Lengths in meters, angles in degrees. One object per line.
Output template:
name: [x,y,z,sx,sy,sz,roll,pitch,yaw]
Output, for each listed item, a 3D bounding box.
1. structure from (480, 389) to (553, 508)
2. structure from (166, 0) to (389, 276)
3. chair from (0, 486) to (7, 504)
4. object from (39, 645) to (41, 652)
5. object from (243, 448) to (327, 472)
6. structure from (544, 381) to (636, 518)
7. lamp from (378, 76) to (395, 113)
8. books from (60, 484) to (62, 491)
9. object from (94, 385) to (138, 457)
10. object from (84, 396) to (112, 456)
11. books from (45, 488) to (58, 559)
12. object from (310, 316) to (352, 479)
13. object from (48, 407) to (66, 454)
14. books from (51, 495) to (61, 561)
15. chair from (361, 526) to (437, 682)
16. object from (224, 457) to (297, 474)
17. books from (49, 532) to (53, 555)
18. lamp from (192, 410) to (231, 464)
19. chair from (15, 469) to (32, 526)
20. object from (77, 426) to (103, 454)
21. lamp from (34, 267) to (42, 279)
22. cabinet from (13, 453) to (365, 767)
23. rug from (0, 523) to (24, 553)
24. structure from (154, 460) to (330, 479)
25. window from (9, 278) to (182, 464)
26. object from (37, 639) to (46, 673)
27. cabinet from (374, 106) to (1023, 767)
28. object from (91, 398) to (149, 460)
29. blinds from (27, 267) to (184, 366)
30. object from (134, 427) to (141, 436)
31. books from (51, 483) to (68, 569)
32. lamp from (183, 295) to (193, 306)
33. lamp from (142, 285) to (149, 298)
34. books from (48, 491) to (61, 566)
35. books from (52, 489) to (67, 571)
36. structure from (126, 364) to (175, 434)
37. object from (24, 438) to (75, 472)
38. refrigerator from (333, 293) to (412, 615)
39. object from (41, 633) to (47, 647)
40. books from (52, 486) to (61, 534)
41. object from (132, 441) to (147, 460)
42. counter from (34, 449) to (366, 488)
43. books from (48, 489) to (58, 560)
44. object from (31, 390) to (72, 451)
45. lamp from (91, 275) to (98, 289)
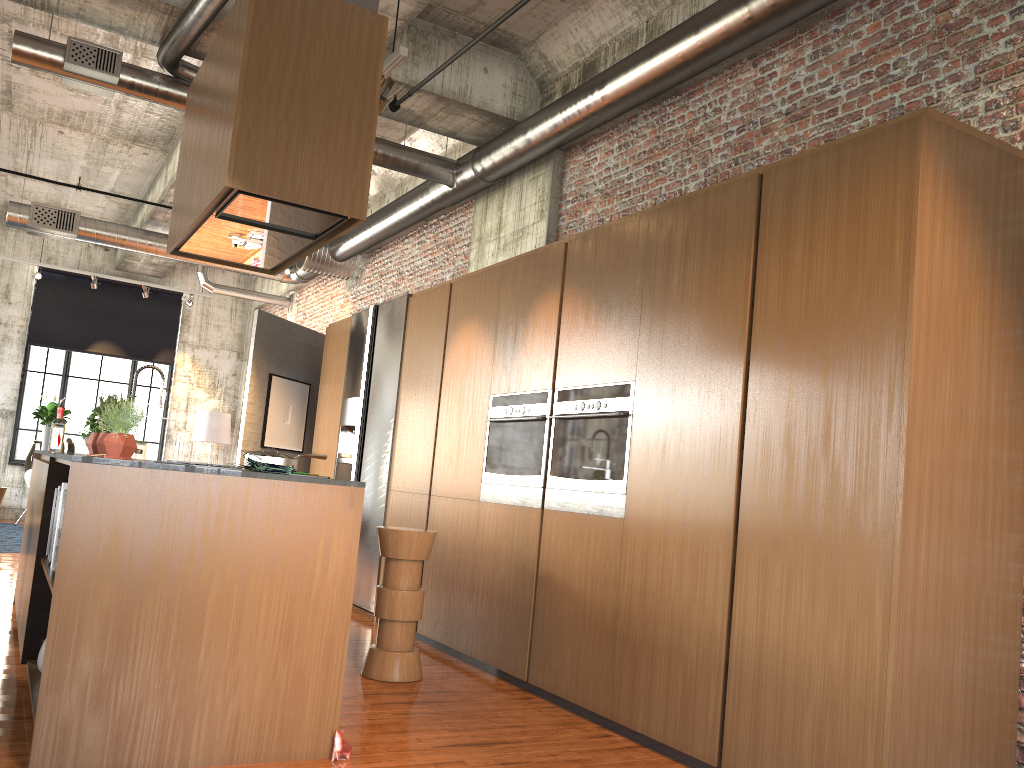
structure: [-0.008,0.449,6.236,0.079,0.792,0.860,8,-7,-29]
structure: [-1.341,-1.341,4.853,0.665,1.122,1.630,9,-7,-29]
chair: [-3.895,1.201,6.307,0.411,0.960,0.410,1,-7,39]
object: [-2.499,1.501,4.907,0.216,0.105,0.216,8,-7,-19]
object: [-1.188,0.410,4.694,0.331,0.120,0.732,5,-7,6]
structure: [0.442,0.396,5.458,0.079,0.792,0.860,8,-7,-29]
lamp: [-0.835,-1.835,5.632,0.103,0.214,0.226,9,-7,-33]
books: [-2.327,0.773,4.824,0.285,0.427,0.050,9,-6,-30]
object: [-1.921,0.170,4.248,0.196,0.366,0.187,4,-6,10]
object: [-2.051,0.211,4.453,0.179,0.310,0.173,8,-6,-24]
books: [-2.484,0.805,5.072,0.285,0.395,0.036,9,-6,-30]
object: [-1.719,0.832,10.078,0.861,3.036,0.911,8,-6,-29]
object: [-2.052,0.209,4.005,0.056,0.208,0.056,8,-6,-29]
books: [-2.287,0.786,4.751,0.285,0.390,0.036,9,-6,-30]
chair: [-0.750,1.449,5.900,0.411,0.960,0.410,5,-5,1]
object: [-1.168,0.378,4.129,0.184,0.067,0.393,3,-7,17]
books: [-2.435,0.800,5.014,0.285,0.399,0.036,9,-6,-30]
lamp: [-5.671,1.641,16.510,0.694,2.236,0.709,6,-5,-7]
chair: [-7.475,1.829,14.476,1.057,1.027,0.809,4,-6,10]
object: [-3.507,0.469,7.449,0.236,0.257,0.232,4,-6,9]
lamp: [-7.935,-1.847,14.846,0.102,0.210,0.261,9,-7,-34]
cabinet: [-2.372,1.140,5.677,1.247,1.240,4.365,9,-8,-29]
rug: [-7.833,2.028,12.115,4.843,0.009,4.865,3,-7,17]
structure: [-1.468,0.448,4.728,0.679,0.019,1.098,9,-8,-29]
window: [-7.570,-0.107,16.264,2.584,3.425,0.050,9,-6,-30]
object: [-2.390,1.412,4.666,0.181,0.243,0.182,4,-6,18]
cabinet: [0.600,0.561,6.064,0.861,3.035,5.348,8,-7,-29]
object: [-1.786,0.201,4.048,0.221,0.282,0.211,8,-6,-21]
blinds: [-7.380,-1.230,16.211,2.448,1.459,0.150,9,-6,-29]
object: [-3.316,0.435,7.534,0.305,0.380,0.363,5,-6,4]
books: [-2.245,0.755,4.678,0.285,0.442,0.059,9,-6,-30]
lamp: [-5.844,-1.501,16.044,0.225,0.214,0.103,4,-6,11]
lamp: [-6.462,-1.616,15.632,0.102,0.250,0.165,4,-6,15]
books: [-2.314,0.785,4.779,0.285,0.395,0.036,9,-6,-30]
books: [-2.201,0.765,4.611,0.294,0.413,0.101,9,-6,-30]
structure: [-2.830,0.222,6.949,0.361,0.747,0.168,9,-6,-30]
object: [-8.011,1.549,15.299,0.728,1.292,0.457,7,-6,-18]
refrigerator: [-1.011,0.784,9.085,1.214,3.041,1.519,8,-6,-29]
object: [-2.493,1.448,4.911,0.216,0.127,0.217,10,-8,-34]
books: [-2.389,0.787,4.938,0.294,0.413,0.101,9,-6,-30]
object: [-3.180,0.566,7.583,0.107,0.157,0.107,5,-6,5]
counter: [-2.319,0.586,5.726,1.247,0.174,4.367,9,-8,-29]
books: [-2.456,0.806,5.044,0.285,0.390,0.036,9,-6,-30]
object: [-3.770,0.298,7.245,0.268,0.501,0.305,4,-6,13]
lamp: [-7.172,-1.733,15.222,0.102,0.250,0.165,6,-6,-4]
